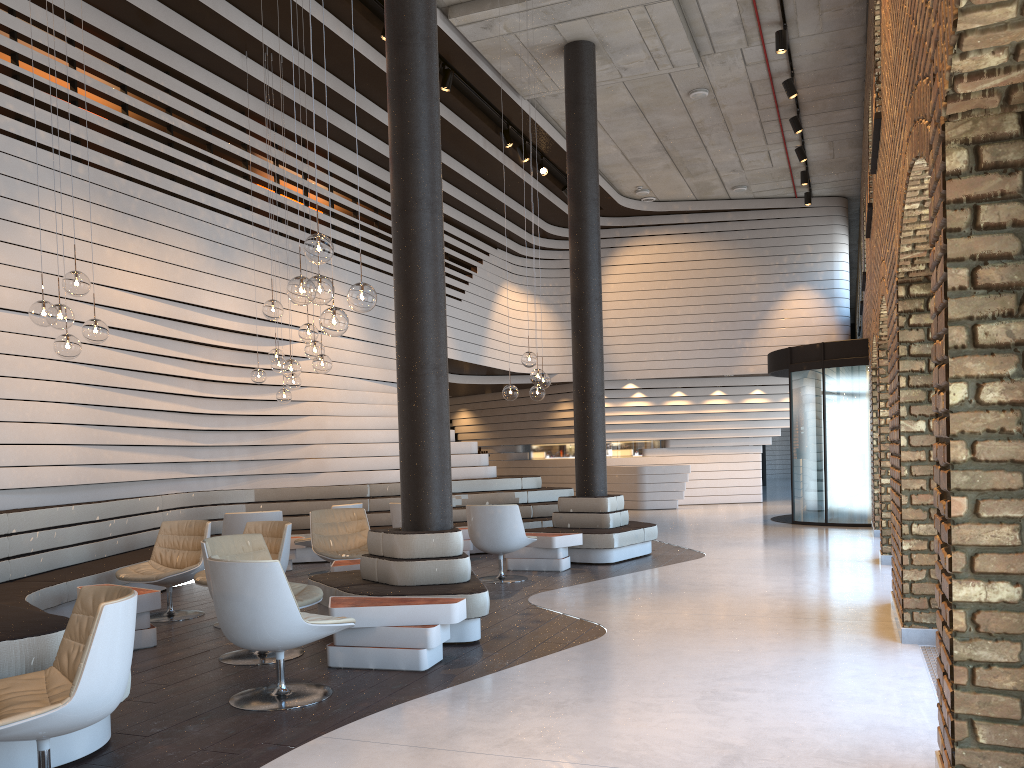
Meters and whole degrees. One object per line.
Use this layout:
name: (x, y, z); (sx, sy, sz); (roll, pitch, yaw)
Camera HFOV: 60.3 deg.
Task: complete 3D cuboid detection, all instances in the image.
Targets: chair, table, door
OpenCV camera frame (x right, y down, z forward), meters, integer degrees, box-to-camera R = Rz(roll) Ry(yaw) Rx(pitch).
chair: (-1.607, 1.360, 5.651); (0.714, 0.767, 0.653); (-2, -1, 24)
table: (-1.186, 1.699, 7.596); (0.900, 0.371, 0.416); (0, -3, -31)
table: (0.271, 1.805, 9.477); (0.911, 0.371, 0.411); (-3, -2, 24)
chair: (-0.115, 1.564, 8.783); (0.660, 0.767, 0.707); (-2, -1, 22)
table: (-0.816, 1.915, 10.454); (0.904, 0.371, 0.414); (-1, -2, -6)
chair: (-2.054, 1.466, 6.816); (0.661, 0.767, 0.705); (-3, -1, 41)
chair: (-1.756, 1.176, 3.267); (0.706, 0.767, 0.661); (-1, -1, -32)
table: (-0.756, 1.507, 5.335); (0.909, 0.371, 0.412); (-3, -2, 14)
door: (-4.117, 1.366, 13.147); (0.975, 2.109, 0.162); (-1, 2, 21)
chair: (-1.225, 1.270, 4.663); (0.661, 0.767, 0.705); (-3, -1, 39)
door: (-1.840, 1.772, 22.915); (1.782, 2.706, 0.079); (-2, 1, 26)
chair: (-0.970, 1.654, 9.599); (0.661, 0.767, 0.706); (-2, -1, 37)
chair: (-2.598, 1.639, 8.788); (0.653, 0.767, 0.715); (-1, -1, -25)
door: (5.885, 0.852, 14.440); (3.223, 2.856, 3.235); (-3, -2, 28)
table: (-2.753, 1.637, 6.214); (0.410, 0.370, 0.913); (0, -4, -36)
chair: (-1.565, 1.571, 8.324); (0.652, 0.767, 0.715); (-1, -1, -29)
chair: (-2.815, 1.520, 7.207); (0.660, 0.767, 0.706); (-2, -1, 28)
chair: (-1.975, 1.684, 9.598); (0.714, 0.767, 0.653); (-2, -1, 21)
table: (-2.825, 1.935, 9.949); (0.900, 0.371, 0.416); (0, -3, -31)

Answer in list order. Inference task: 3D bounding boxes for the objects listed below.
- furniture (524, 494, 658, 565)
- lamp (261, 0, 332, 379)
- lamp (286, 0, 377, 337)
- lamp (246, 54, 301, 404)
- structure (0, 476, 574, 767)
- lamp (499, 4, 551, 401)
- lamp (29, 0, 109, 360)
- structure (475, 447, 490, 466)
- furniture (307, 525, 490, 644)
furniture: (1.044, 1.672, 10.294); (1.760, 0.723, 1.285); (1, -4, -33)
lamp: (-1.846, -2.415, 7.289); (0.311, 4.750, 0.657); (-1, 2, 29)
lamp: (-1.098, -2.614, 4.948); (0.545, 4.683, 0.292); (-2, 2, 7)
lamp: (-2.579, -2.146, 9.360); (0.529, 4.722, 0.333); (-2, 2, -17)
structure: (-3.354, 1.377, 6.215); (5.797, 0.928, 18.163); (-3, -5, 17)
lamp: (0.737, -1.718, 14.730); (9.079, 4.617, 41.772); (-3, -5, 21)
lamp: (-2.916, -2.501, 5.688); (0.294, 4.683, 0.541); (-1, 2, 16)
structure: (-0.827, 1.809, 21.908); (0.017, 0.470, 0.807); (-3, -1, -43)
furniture: (-0.886, 1.429, 6.499); (1.272, 0.722, 1.779); (-1, -4, -8)
